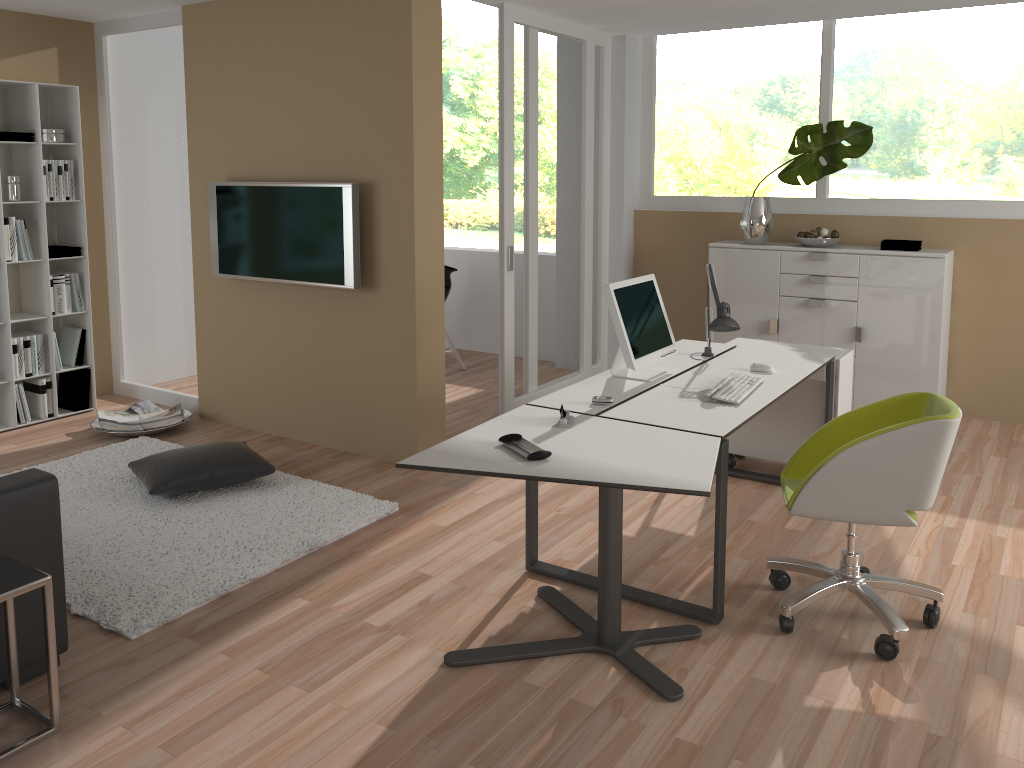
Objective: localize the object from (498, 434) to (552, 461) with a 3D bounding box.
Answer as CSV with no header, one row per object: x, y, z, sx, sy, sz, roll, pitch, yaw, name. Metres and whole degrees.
0.040,0.204,2.862,0.090,0.030,0.219,-6,15,-26,object

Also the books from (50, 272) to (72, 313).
-2.982,-0.605,5.811,0.208,0.254,0.041,6,9,33,books

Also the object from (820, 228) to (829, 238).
2.102,-1.017,5.928,0.051,0.065,0.057,-6,11,-33,object

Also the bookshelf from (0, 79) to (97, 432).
-3.226,-0.797,5.475,0.334,2.108,1.051,4,9,33,bookshelf

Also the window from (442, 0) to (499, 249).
1.674,-4.041,12.973,12.084,5.869,2.109,4,8,16,window

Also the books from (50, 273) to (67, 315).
-3.004,-0.591,5.752,0.209,0.254,0.077,6,10,33,books

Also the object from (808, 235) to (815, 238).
2.015,-0.967,5.913,0.052,0.064,0.057,-9,13,-43,object

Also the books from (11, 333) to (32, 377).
-3.133,-0.185,5.603,0.209,0.254,0.041,6,9,33,books

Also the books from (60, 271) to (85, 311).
-2.936,-0.620,5.873,0.209,0.256,0.061,6,9,33,books

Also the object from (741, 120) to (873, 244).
2.004,-1.366,6.004,0.862,0.832,0.268,6,9,30,object

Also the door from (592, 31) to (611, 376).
0.417,-1.250,6.361,0.045,2.607,1.202,4,9,32,door

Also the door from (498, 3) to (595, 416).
0.264,-1.170,6.028,0.060,2.607,1.202,4,9,32,door

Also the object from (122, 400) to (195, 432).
-2.305,0.218,5.562,0.502,0.095,0.348,8,16,32,object

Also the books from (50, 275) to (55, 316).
-3.042,-0.579,5.703,0.209,0.254,0.041,6,9,33,books

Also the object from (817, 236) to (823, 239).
2.071,-0.960,5.922,0.055,0.064,0.053,4,10,23,object

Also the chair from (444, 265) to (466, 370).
-1.141,-0.519,7.097,1.437,0.812,0.704,-5,11,-22,chair

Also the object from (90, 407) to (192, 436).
-2.311,0.249,5.503,0.585,0.062,0.597,2,14,8,object

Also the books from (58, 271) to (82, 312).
-2.950,-0.615,5.852,0.209,0.256,0.061,6,9,33,books

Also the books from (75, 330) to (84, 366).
-2.955,-0.254,5.925,0.212,0.234,0.043,7,9,33,books

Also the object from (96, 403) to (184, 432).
-2.320,0.218,5.511,0.501,0.095,0.348,-7,15,-27,object

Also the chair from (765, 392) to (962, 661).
1.244,0.446,3.132,0.598,0.797,0.633,1,9,8,chair

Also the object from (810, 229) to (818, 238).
2.042,-1.014,5.945,0.053,0.062,0.056,3,10,18,object

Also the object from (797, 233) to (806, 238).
1.976,-0.998,6.003,0.056,0.060,0.056,-2,10,-13,object

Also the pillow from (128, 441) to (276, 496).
-1.573,0.420,4.452,0.612,0.206,0.590,-8,15,-31,pillow

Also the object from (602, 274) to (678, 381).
0.572,-0.253,3.917,0.198,0.424,0.472,5,12,32,object

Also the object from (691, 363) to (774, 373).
1.005,-0.054,4.017,0.370,0.078,0.143,3,12,12,object

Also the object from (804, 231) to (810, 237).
2.035,-1.023,6.083,0.054,0.063,0.057,-1,10,-8,object

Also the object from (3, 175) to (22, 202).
-3.113,-1.218,5.486,0.094,0.159,0.094,-8,11,-42,object

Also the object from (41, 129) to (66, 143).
-2.994,-1.603,5.695,0.191,0.088,0.196,-3,13,-15,object

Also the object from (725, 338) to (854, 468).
1.442,0.141,4.677,0.625,0.665,0.312,6,10,33,object

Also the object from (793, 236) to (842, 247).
2.075,-0.969,5.986,0.314,0.062,0.320,0,13,-2,object

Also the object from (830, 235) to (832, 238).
2.165,-0.978,5.940,0.052,0.065,0.057,3,10,18,object

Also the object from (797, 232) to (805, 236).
1.989,-1.017,6.054,0.056,0.063,0.053,2,10,12,object

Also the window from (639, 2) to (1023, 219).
2.538,-2.031,5.940,3.656,1.769,0.046,8,10,33,window

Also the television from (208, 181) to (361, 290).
-1.328,-0.868,5.047,1.181,0.570,0.055,8,10,33,television

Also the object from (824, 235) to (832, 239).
2.118,-0.964,5.900,0.054,0.063,0.057,2,10,10,object

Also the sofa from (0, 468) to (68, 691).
-2.608,0.448,3.038,2.272,0.821,0.965,8,13,33,sofa

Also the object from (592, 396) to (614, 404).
0.355,0.063,3.443,0.084,0.021,0.048,3,13,12,object

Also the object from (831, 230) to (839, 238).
2.162,-0.998,5.890,0.053,0.067,0.053,8,12,41,object

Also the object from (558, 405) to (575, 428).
0.199,0.112,3.192,0.049,0.054,0.133,1,13,8,object

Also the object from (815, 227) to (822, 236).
2.104,-1.043,6.035,0.054,0.069,0.053,8,12,39,object

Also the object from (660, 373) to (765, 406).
0.816,0.022,3.705,0.389,0.078,0.463,7,15,27,object
